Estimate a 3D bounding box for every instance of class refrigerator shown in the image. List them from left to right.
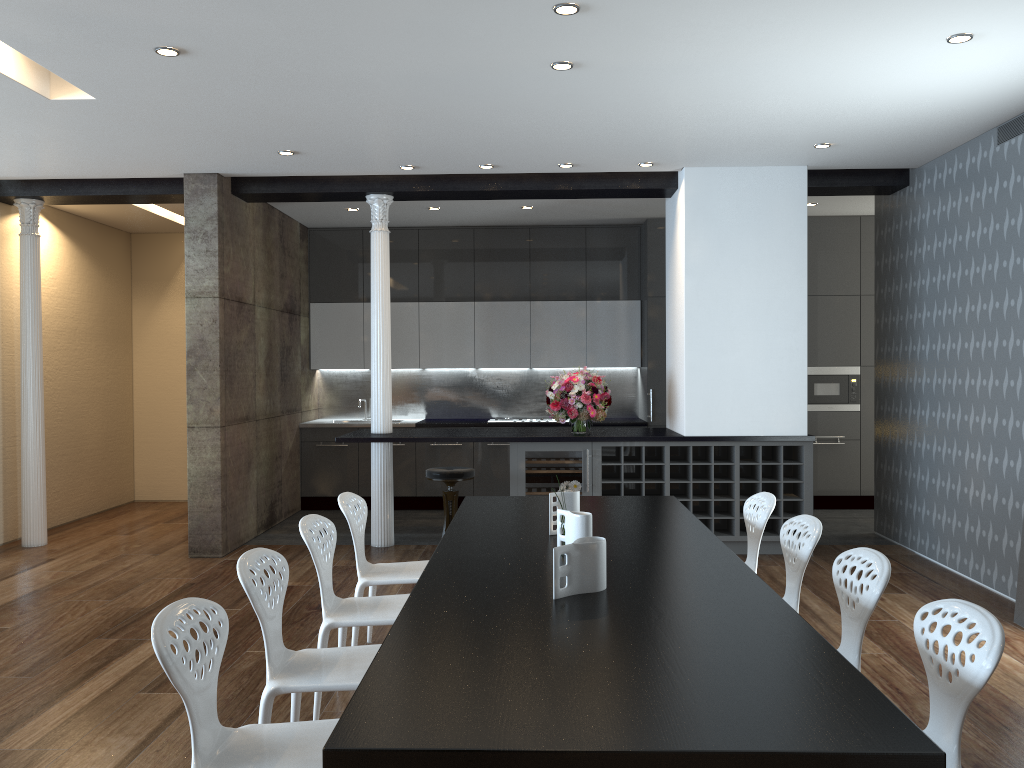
[{"bbox_3d":[0.335,0.835,6.921,0.578,0.774,0.075,0,1,6],"label":"refrigerator"}]

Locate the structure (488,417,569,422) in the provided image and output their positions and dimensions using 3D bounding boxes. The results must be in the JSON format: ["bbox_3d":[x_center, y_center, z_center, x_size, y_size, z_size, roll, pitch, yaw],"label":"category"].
[{"bbox_3d":[0.205,0.393,9.457,0.900,0.066,0.520,0,1,2],"label":"structure"}]

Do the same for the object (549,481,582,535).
[{"bbox_3d":[0.231,0.549,3.958,0.161,0.233,0.076,-1,1,-17],"label":"object"}]

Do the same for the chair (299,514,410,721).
[{"bbox_3d":[-0.611,0.987,3.830,0.581,0.835,0.495,0,1,2],"label":"chair"}]

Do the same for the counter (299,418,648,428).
[{"bbox_3d":[-0.397,0.505,9.519,3.597,0.223,0.807,0,1,2],"label":"counter"}]

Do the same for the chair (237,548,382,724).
[{"bbox_3d":[-0.642,1.001,3.094,0.581,0.835,0.495,0,1,2],"label":"chair"}]

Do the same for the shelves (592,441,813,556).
[{"bbox_3d":[1.489,0.881,7.320,1.700,0.897,0.900,0,1,2],"label":"shelves"}]

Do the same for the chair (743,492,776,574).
[{"bbox_3d":[1.018,0.966,4.456,0.581,0.835,0.495,0,1,2],"label":"chair"}]

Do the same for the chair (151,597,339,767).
[{"bbox_3d":[-0.643,1.013,2.398,0.581,0.835,0.495,0,1,2],"label":"chair"}]

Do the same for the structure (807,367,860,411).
[{"bbox_3d":[3.247,0.046,9.276,0.595,0.452,0.528,0,1,2],"label":"structure"}]

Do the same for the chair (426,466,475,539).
[{"bbox_3d":[-1.345,1.192,3.600,16.134,0.952,21.556,0,1,2],"label":"chair"}]

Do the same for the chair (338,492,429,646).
[{"bbox_3d":[-0.586,0.975,4.531,0.581,0.835,0.495,0,1,2],"label":"chair"}]

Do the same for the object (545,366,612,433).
[{"bbox_3d":[0.543,0.125,7.235,0.544,0.552,0.570,0,1,8],"label":"object"}]

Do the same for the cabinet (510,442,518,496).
[{"bbox_3d":[0.319,0.887,7.355,0.642,0.897,0.900,0,1,2],"label":"cabinet"}]

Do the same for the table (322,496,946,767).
[{"bbox_3d":[0.282,1.041,3.413,1.200,0.733,3.400,0,1,2],"label":"table"}]

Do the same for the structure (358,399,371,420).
[{"bbox_3d":[-1.580,0.289,9.765,0.183,0.249,0.224,0,1,2],"label":"structure"}]

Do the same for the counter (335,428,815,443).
[{"bbox_3d":[0.487,0.418,7.341,3.700,0.040,1.000,0,1,2],"label":"counter"}]

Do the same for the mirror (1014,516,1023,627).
[{"bbox_3d":[2.963,0.227,4.448,0.240,2.294,1.200,0,1,2],"label":"mirror"}]

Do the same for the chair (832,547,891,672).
[{"bbox_3d":[0.976,0.992,3.052,0.581,0.835,0.495,0,1,2],"label":"chair"}]

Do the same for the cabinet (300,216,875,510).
[{"bbox_3d":[1.504,-0.206,9.439,7.409,2.980,0.827,0,1,2],"label":"cabinet"}]

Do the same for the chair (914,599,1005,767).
[{"bbox_3d":[0.955,1.005,2.350,0.581,0.835,0.495,0,1,2],"label":"chair"}]

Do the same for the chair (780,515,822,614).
[{"bbox_3d":[0.997,0.979,3.754,0.581,0.835,0.495,0,1,2],"label":"chair"}]
